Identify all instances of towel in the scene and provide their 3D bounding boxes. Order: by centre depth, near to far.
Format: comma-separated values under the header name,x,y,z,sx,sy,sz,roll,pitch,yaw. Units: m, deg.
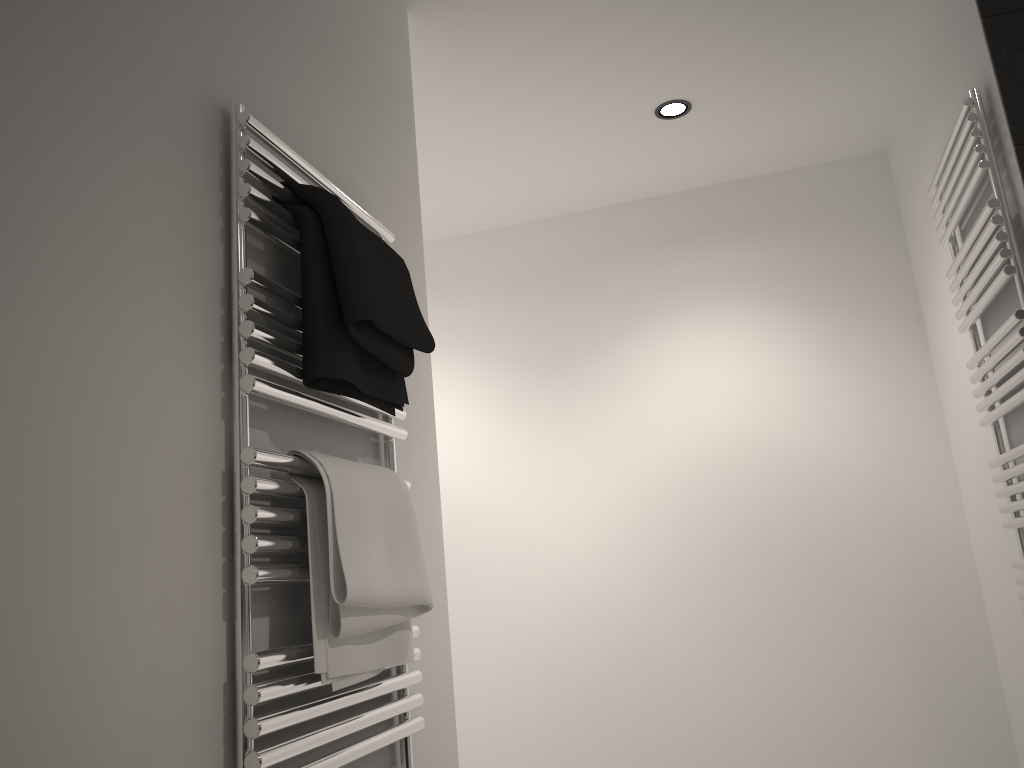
name,x,y,z,sx,sy,sz,roll,pitch,yaw
towel,-0.207,0.253,1.239,0.098,0.312,0.301,-10,-14,16
towel,-0.228,-0.118,1.341,0.141,0.312,0.298,-8,-14,12

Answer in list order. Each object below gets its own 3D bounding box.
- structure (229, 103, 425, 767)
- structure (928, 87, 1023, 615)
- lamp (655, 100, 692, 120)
name,x,y,z,sx,sy,sz,roll,pitch,yaw
structure,-0.241,0.292,1.238,0.039,1.302,0.469,-9,-15,15
structure,1.050,0.072,1.848,0.039,1.302,0.469,-9,-15,15
lamp,0.465,-0.791,2.557,0.105,0.004,0.105,-13,-15,30
